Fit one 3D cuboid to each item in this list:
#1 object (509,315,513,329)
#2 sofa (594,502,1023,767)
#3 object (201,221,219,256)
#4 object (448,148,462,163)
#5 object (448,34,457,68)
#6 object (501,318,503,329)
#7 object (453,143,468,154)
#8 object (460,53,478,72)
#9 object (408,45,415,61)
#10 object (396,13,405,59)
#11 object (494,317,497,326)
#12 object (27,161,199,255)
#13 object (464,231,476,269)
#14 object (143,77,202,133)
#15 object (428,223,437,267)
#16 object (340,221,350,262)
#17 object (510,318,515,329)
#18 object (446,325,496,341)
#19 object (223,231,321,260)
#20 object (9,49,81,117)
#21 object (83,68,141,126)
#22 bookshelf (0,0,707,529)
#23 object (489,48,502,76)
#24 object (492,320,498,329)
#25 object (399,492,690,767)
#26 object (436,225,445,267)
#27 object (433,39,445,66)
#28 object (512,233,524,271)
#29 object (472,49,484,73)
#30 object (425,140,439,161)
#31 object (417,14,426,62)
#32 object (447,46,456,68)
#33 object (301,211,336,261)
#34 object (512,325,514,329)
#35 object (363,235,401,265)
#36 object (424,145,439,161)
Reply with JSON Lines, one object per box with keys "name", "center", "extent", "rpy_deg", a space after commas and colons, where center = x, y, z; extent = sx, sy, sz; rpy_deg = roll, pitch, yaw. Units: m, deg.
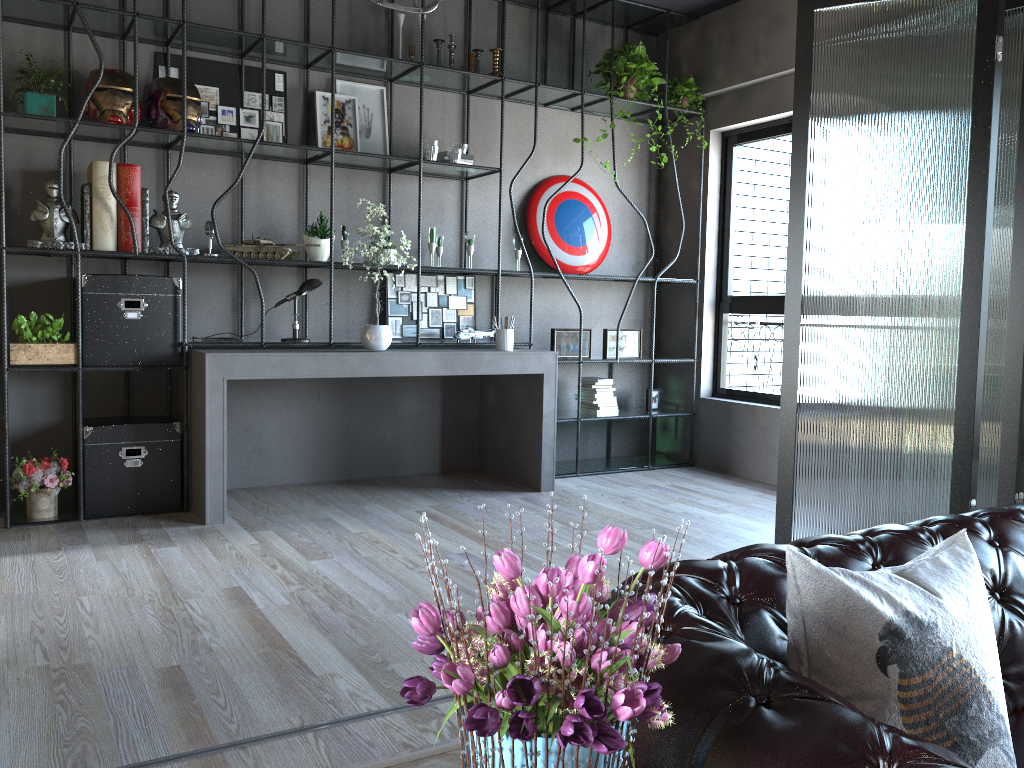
{"name": "object", "center": [-0.017, -0.343, 5.610], "extent": [0.052, 0.185, 0.009], "rpy_deg": [-1, 4, -28]}
{"name": "sofa", "center": [1.338, 0.788, 1.929], "extent": [2.566, 0.837, 1.240], "rpy_deg": [-1, 5, -31]}
{"name": "object", "center": [-1.669, -0.804, 4.902], "extent": [0.093, 0.200, 0.093], "rpy_deg": [-2, 5, -35]}
{"name": "object", "center": [-0.359, -1.425, 5.575], "extent": [0.092, 0.099, 0.093], "rpy_deg": [3, 4, 17]}
{"name": "object", "center": [-0.377, -2.074, 5.591], "extent": [0.100, 0.243, 0.100], "rpy_deg": [0, 4, -21]}
{"name": "object", "center": [-0.060, -0.334, 5.614], "extent": [0.009, 0.167, 0.061], "rpy_deg": [0, 4, -18]}
{"name": "object", "center": [-0.339, -1.540, 5.835], "extent": [0.103, 0.068, 0.103], "rpy_deg": [-2, 6, -37]}
{"name": "object", "center": [-0.254, -2.033, 5.677], "extent": [0.189, 0.152, 0.190], "rpy_deg": [1, 4, -7]}
{"name": "object", "center": [-0.617, -2.011, 5.453], "extent": [0.135, 0.129, 0.135], "rpy_deg": [4, 5, 33]}
{"name": "object", "center": [-0.716, -2.163, 5.677], "extent": [0.128, 0.390, 0.128], "rpy_deg": [3, 4, 28]}
{"name": "object", "center": [-0.090, -0.323, 5.582], "extent": [0.046, 0.202, 0.023], "rpy_deg": [2, 4, 6]}
{"name": "object", "center": [-2.129, -0.932, 4.750], "extent": [0.833, 0.465, 0.290], "rpy_deg": [-1, 5, -30]}
{"name": "object", "center": [-0.272, -0.866, 5.748], "extent": [0.113, 0.246, 0.113], "rpy_deg": [0, 4, -12]}
{"name": "object", "center": [-1.833, -1.511, 4.844], "extent": [0.280, 0.327, 0.399], "rpy_deg": [-2, 6, -40]}
{"name": "object", "center": [-0.504, -0.870, 5.568], "extent": [0.113, 0.274, 0.113], "rpy_deg": [-1, 4, -26]}
{"name": "object", "center": [-1.046, -0.879, 5.542], "extent": [0.113, 0.273, 0.113], "rpy_deg": [3, 4, 26]}
{"name": "object", "center": [-0.011, -0.334, 5.599], "extent": [0.062, 0.169, 0.009], "rpy_deg": [-1, 5, -31]}
{"name": "object", "center": [-0.272, -0.341, 5.909], "extent": [0.379, 0.111, 0.352], "rpy_deg": [1, 5, 2]}
{"name": "object", "center": [-1.404, -0.806, 5.188], "extent": [0.577, 0.170, 0.207], "rpy_deg": [2, 4, 5]}
{"name": "object", "center": [-2.413, -1.499, 4.523], "extent": [0.295, 0.339, 0.324], "rpy_deg": [2, 4, 16]}
{"name": "object", "center": [-2.108, -1.504, 4.683], "extent": [0.280, 0.327, 0.400], "rpy_deg": [-1, 5, -25]}
{"name": "bookshelf", "center": [-0.669, -0.978, 5.616], "extent": [4.483, 3.279, 0.527], "rpy_deg": [-1, 5, -30]}
{"name": "object", "center": [-0.106, -2.078, 5.777], "extent": [0.130, 0.232, 0.130], "rpy_deg": [4, 5, 37]}
{"name": "object", "center": [-0.070, -0.314, 5.577], "extent": [0.137, 0.190, 0.009], "rpy_deg": [-1, 4, -27]}
{"name": "object", "center": [0.042, 0.399, 1.138], "extent": [0.349, 0.483, 0.352], "rpy_deg": [1, 4, 0]}
{"name": "object", "center": [-0.486, -0.913, 5.923], "extent": [0.113, 0.301, 0.113], "rpy_deg": [0, 4, -12]}
{"name": "object", "center": [-0.464, -2.074, 5.625], "extent": [0.084, 0.232, 0.084], "rpy_deg": [1, 4, -3]}
{"name": "object", "center": [0.040, -0.898, 6.076], "extent": [0.113, 0.270, 0.113], "rpy_deg": [-2, 5, -41]}
{"name": "object", "center": [-0.226, -2.085, 5.820], "extent": [0.084, 0.232, 0.084], "rpy_deg": [5, 5, 41]}
{"name": "object", "center": [-0.509, -1.459, 5.605], "extent": [0.087, 0.155, 0.087], "rpy_deg": [0, 4, -18]}
{"name": "object", "center": [-0.583, -2.159, 5.673], "extent": [0.128, 0.390, 0.128], "rpy_deg": [3, 4, 19]}
{"name": "object", "center": [-0.395, -2.081, 5.777], "extent": [0.080, 0.225, 0.080], "rpy_deg": [4, 5, 33]}
{"name": "object", "center": [-1.142, -0.875, 5.267], "extent": [0.193, 0.305, 0.137], "rpy_deg": [2, 4, 4]}
{"name": "object", "center": [-0.020, -0.299, 5.579], "extent": [0.068, 0.159, 0.009], "rpy_deg": [0, 4, -17]}
{"name": "object", "center": [-0.802, -0.839, 5.491], "extent": [0.235, 0.212, 0.235], "rpy_deg": [2, 4, 15]}
{"name": "object", "center": [-0.500, -1.421, 5.493], "extent": [0.092, 0.099, 0.093], "rpy_deg": [2, 4, 7]}
